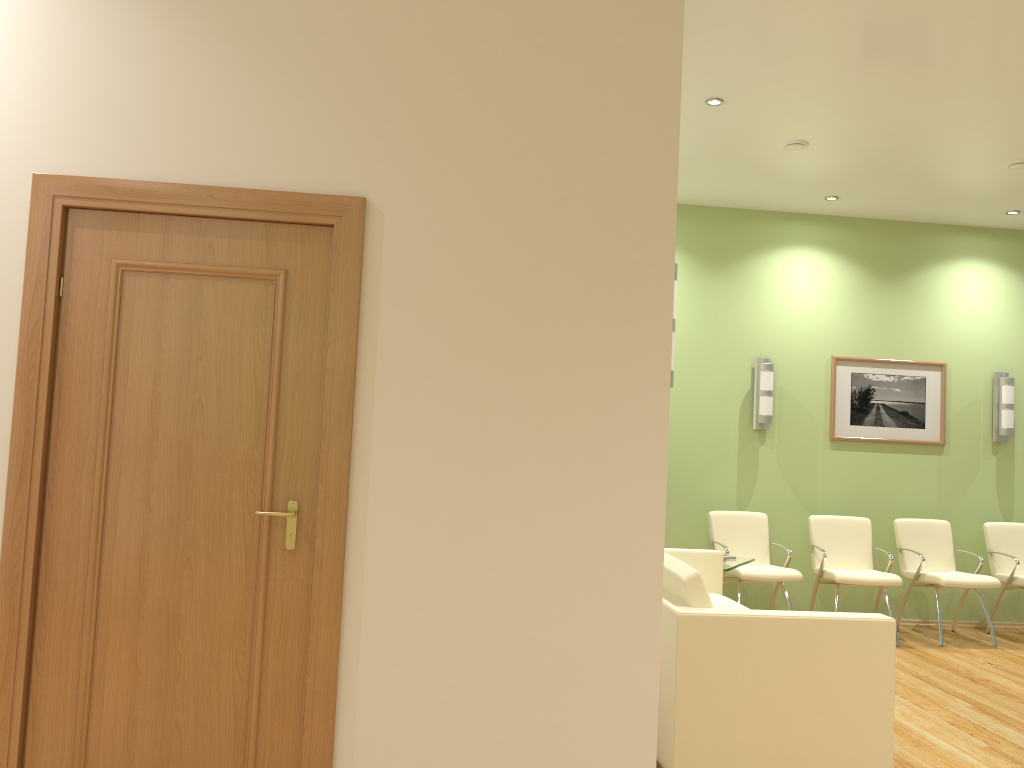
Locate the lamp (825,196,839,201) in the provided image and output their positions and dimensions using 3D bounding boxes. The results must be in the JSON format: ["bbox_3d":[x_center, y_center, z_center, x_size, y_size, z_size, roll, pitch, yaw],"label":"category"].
[{"bbox_3d":[2.481,-1.439,6.881,0.105,0.011,0.105,4,-4,-25],"label":"lamp"}]

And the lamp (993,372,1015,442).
[{"bbox_3d":[4.092,0.189,7.370,0.134,0.580,0.142,3,-4,-6],"label":"lamp"}]

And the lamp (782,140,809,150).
[{"bbox_3d":[1.832,-1.535,5.733,0.167,0.024,0.167,-1,-5,45],"label":"lamp"}]

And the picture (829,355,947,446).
[{"bbox_3d":[3.116,0.139,7.330,1.000,0.700,0.025,3,-4,-6],"label":"picture"}]

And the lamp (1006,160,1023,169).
[{"bbox_3d":[3.373,-1.451,5.887,0.167,0.024,0.167,-1,-5,45],"label":"lamp"}]

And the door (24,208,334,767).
[{"bbox_3d":[-1.034,0.465,2.766,0.823,2.001,0.098,3,-4,-6],"label":"door"}]

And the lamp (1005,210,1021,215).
[{"bbox_3d":[3.971,-1.357,7.030,0.105,0.011,0.105,4,-4,-25],"label":"lamp"}]

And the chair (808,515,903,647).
[{"bbox_3d":[2.589,1.471,6.746,0.536,0.881,0.650,3,-4,-1],"label":"chair"}]

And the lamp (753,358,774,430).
[{"bbox_3d":[2.038,0.077,7.164,0.134,0.580,0.142,3,-4,-6],"label":"lamp"}]

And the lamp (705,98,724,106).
[{"bbox_3d":[1.161,-1.615,5.084,0.105,0.011,0.105,1,-4,28],"label":"lamp"}]

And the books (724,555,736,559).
[{"bbox_3d":[1.351,1.184,6.138,0.328,0.031,0.230,5,-4,-30],"label":"books"}]

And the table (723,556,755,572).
[{"bbox_3d":[1.190,1.494,6.052,0.736,0.614,0.736,1,-4,29],"label":"table"}]

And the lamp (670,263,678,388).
[{"bbox_3d":[0.563,-0.227,3.445,0.142,0.580,0.134,3,-4,-6],"label":"lamp"}]
